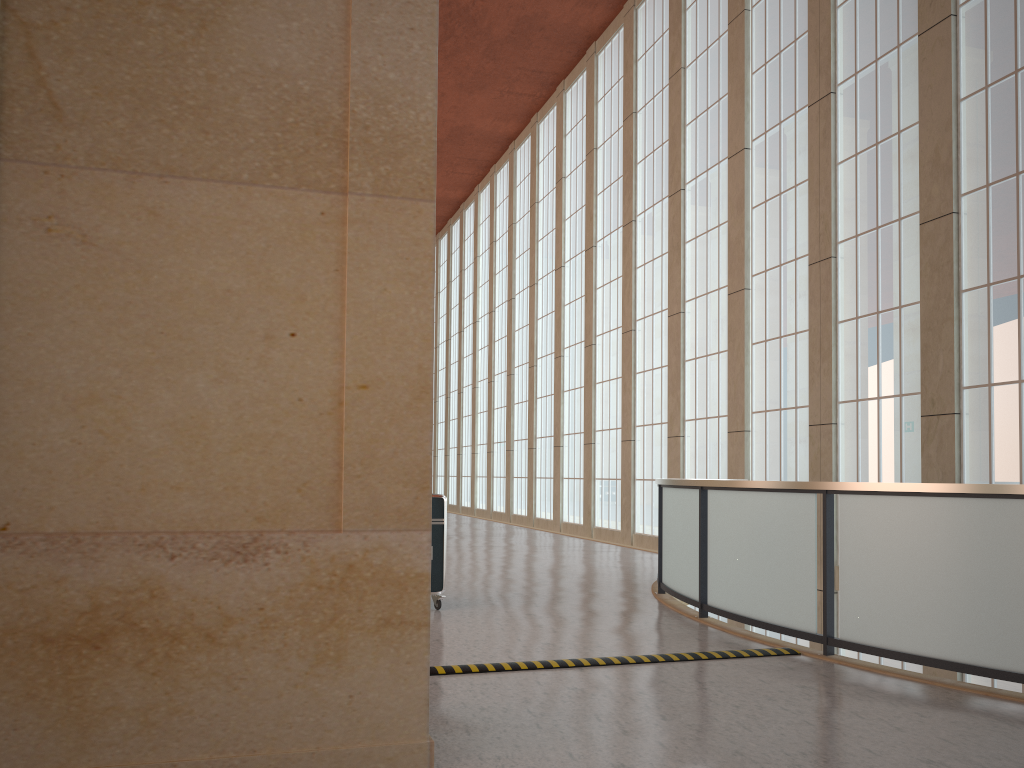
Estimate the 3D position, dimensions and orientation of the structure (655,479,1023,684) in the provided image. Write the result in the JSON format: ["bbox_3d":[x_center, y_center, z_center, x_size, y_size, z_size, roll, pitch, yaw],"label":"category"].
[{"bbox_3d":[5.231,2.069,10.510,5.250,1.789,13.117,3,-6,-27],"label":"structure"}]

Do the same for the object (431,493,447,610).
[{"bbox_3d":[-1.531,2.272,12.158,1.056,1.537,1.276,2,-4,-17],"label":"object"}]

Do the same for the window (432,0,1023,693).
[{"bbox_3d":[-10.163,6.245,74.321,0.010,28.552,165.477,1,-6,-17],"label":"window"}]
